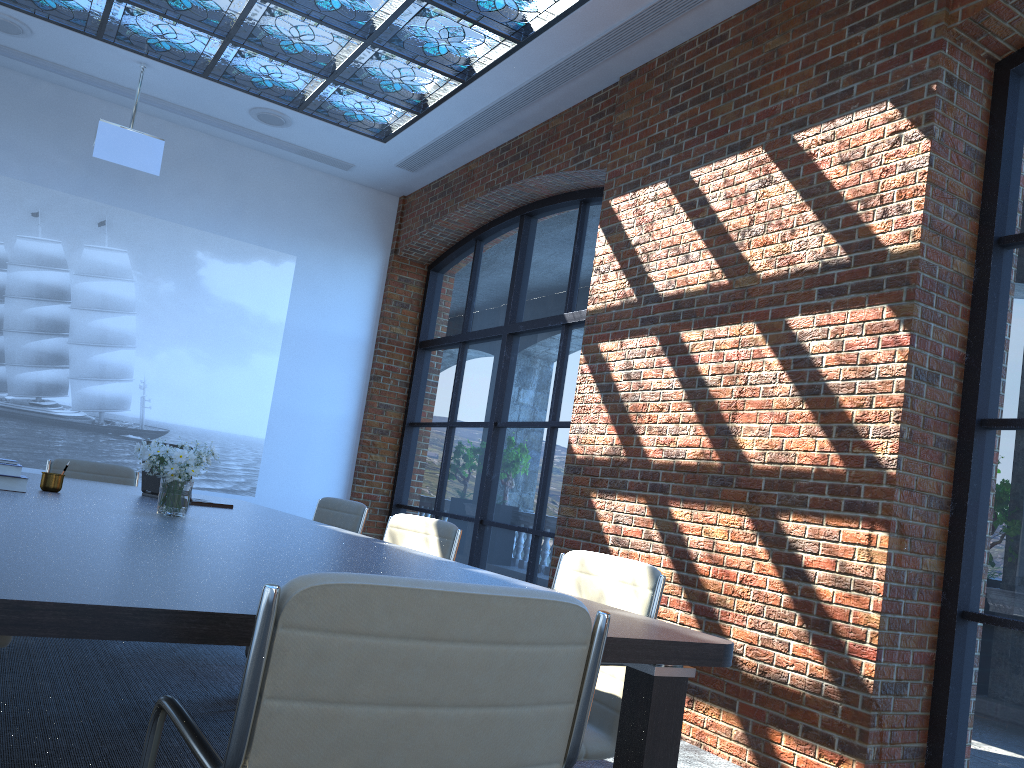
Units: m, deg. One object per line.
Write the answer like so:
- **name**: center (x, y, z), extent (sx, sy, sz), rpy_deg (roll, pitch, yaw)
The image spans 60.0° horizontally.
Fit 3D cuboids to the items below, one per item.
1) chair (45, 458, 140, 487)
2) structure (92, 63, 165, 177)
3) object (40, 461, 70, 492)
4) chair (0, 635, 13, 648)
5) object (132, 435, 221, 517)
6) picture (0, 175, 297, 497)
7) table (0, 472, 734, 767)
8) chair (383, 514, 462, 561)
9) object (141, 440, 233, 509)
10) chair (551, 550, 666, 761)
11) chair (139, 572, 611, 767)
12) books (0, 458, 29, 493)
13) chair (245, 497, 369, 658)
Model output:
- **chair**: center (-2.484, 0.941, 5.307), extent (0.562, 0.919, 0.706), rpy_deg (14, -8, -41)
- **structure**: center (-2.917, -2.057, 6.834), extent (0.469, 0.891, 0.391), rpy_deg (12, -7, -30)
- **object**: center (-1.952, 0.387, 3.771), extent (0.091, 0.142, 0.092), rpy_deg (4, -8, 37)
- **chair**: center (-2.032, 0.682, 2.897), extent (0.709, 0.919, 0.560), rpy_deg (13, -8, -36)
- **object**: center (-1.299, 0.350, 3.410), extent (0.330, 0.308, 0.337), rpy_deg (11, -7, -19)
- **picture**: center (-3.736, -0.417, 7.652), extent (3.474, 2.351, 0.024), rpy_deg (12, -7, -30)
- **table**: center (-1.453, 0.896, 3.412), extent (1.816, 0.806, 4.507), rpy_deg (13, -9, -30)
- **chair**: center (-0.695, 1.018, 3.913), extent (0.709, 0.919, 0.559), rpy_deg (14, -8, -41)
- **object**: center (-1.655, 0.464, 4.535), extent (0.389, 0.282, 0.324), rpy_deg (4, -8, 33)
- **chair**: center (0.007, 0.963, 2.738), extent (0.709, 0.919, 0.560), rpy_deg (12, -7, -30)
- **chair**: center (-0.307, 0.749, 1.500), extent (0.562, 0.919, 0.707), rpy_deg (12, -7, -30)
- **books**: center (-2.062, 0.343, 3.465), extent (0.295, 0.114, 0.255), rpy_deg (13, -9, -31)
- **chair**: center (-1.306, 1.090, 5.117), extent (0.709, 0.919, 0.559), rpy_deg (14, -8, -41)
